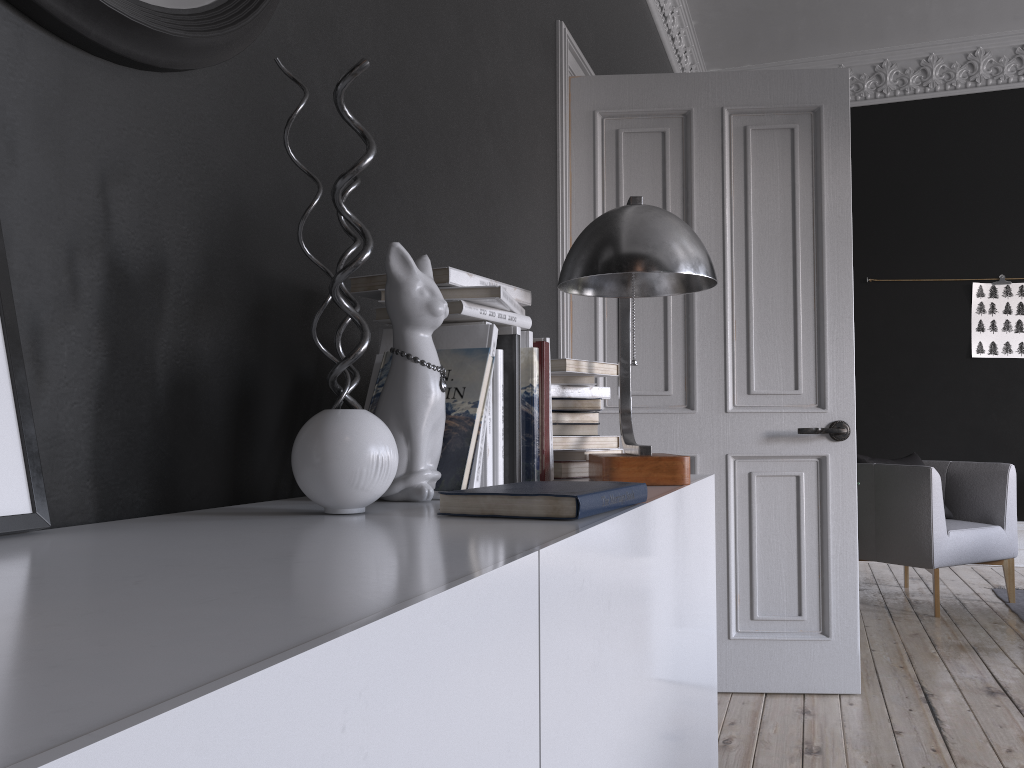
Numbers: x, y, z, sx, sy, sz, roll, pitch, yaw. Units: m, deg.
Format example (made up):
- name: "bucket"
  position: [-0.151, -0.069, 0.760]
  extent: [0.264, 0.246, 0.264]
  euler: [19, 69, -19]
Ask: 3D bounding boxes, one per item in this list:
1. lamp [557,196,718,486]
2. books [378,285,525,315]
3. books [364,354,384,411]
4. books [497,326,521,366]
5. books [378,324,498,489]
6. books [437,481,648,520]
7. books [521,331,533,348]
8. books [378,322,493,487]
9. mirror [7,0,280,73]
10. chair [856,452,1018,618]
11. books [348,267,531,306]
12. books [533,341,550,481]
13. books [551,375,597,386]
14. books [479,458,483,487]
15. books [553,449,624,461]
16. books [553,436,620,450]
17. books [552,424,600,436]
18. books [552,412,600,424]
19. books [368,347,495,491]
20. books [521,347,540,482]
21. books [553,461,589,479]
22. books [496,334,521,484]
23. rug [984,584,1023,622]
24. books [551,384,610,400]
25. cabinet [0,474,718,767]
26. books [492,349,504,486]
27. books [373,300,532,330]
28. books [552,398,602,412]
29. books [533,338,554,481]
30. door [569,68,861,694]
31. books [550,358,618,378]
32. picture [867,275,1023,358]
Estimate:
- name: "lamp"
  position: [0.258, -0.092, 1.842]
  extent: [0.328, 0.590, 0.341]
  euler: [0, -2, -1]
- name: "books"
  position: [-0.104, -0.149, 1.700]
  extent: [0.220, 0.024, 0.307]
  euler: [-1, -3, 9]
- name: "books"
  position: [-0.165, 0.065, 1.515]
  extent: [0.195, 0.244, 0.132]
  euler: [-1, -2, 19]
- name: "books"
  position: [-0.090, 0.046, 1.733]
  extent: [0.220, 0.307, 0.024]
  euler: [-1, -2, 19]
- name: "books"
  position: [-0.148, 0.041, 1.561]
  extent: [0.220, 0.296, 0.126]
  euler: [-1, -2, 19]
- name: "books"
  position: [0.051, 0.153, 1.201]
  extent: [0.193, 0.030, 0.290]
  euler: [-2, -3, 24]
- name: "books"
  position: [-0.065, 0.050, 1.808]
  extent: [0.220, 0.307, 0.024]
  euler: [-1, -2, 19]
- name: "books"
  position: [-0.144, 0.042, 1.658]
  extent: [0.221, 0.306, 0.030]
  euler: [-1, -2, 19]
- name: "mirror"
  position: [-0.529, -0.892, 1.137]
  extent: [0.061, 0.923, 0.925]
  euler: [-1, -3, 19]
- name: "chair"
  position: [2.374, 0.834, 5.209]
  extent: [0.819, 0.862, 0.770]
  euler: [1, -3, -31]
- name: "books"
  position: [-0.131, -0.177, 1.709]
  extent: [0.220, 0.030, 0.306]
  euler: [-2, -4, 29]
- name: "books"
  position: [-0.037, 0.061, 1.896]
  extent: [0.235, 0.295, 0.038]
  euler: [-1, -2, 19]
- name: "books"
  position: [0.032, -0.004, 2.152]
  extent: [0.307, 0.024, 0.220]
  euler: [0, -3, -6]
- name: "books"
  position: [-0.139, 0.063, 1.592]
  extent: [0.195, 0.256, 0.091]
  euler: [-1, -2, 19]
- name: "books"
  position: [0.080, 0.171, 2.155]
  extent: [0.319, 0.025, 0.229]
  euler: [-2, -4, 29]
- name: "books"
  position: [0.063, 0.141, 2.133]
  extent: [0.229, 0.031, 0.318]
  euler: [3, -4, -41]
- name: "books"
  position: [0.053, 0.111, 2.134]
  extent: [0.268, 0.029, 0.203]
  euler: [0, -3, -11]
- name: "books"
  position: [0.044, 0.081, 2.131]
  extent: [0.289, 0.030, 0.193]
  euler: [2, -4, -40]
- name: "books"
  position: [-0.149, 0.061, 1.466]
  extent: [0.203, 0.246, 0.159]
  euler: [-1, -3, 19]
- name: "books"
  position: [-0.044, 0.067, 1.745]
  extent: [0.204, 0.269, 0.029]
  euler: [-1, -2, 19]
- name: "books"
  position: [0.090, 0.202, 2.157]
  extent: [0.235, 0.038, 0.295]
  euler: [3, -4, -44]
- name: "books"
  position: [-0.076, 0.053, 1.699]
  extent: [0.193, 0.289, 0.030]
  euler: [-1, -2, 18]
- name: "rug"
  position: [3.366, 1.149, 3.567]
  extent: [2.106, 0.050, 3.647]
  euler: [-1, -3, 19]
- name: "books"
  position: [0.053, 0.022, 2.148]
  extent: [0.306, 0.030, 0.221]
  euler: [3, -4, -41]
- name: "cabinet"
  position: [-0.157, 0.605, 1.104]
  extent: [0.570, 0.881, 2.398]
  euler: [-1, -3, 19]
- name: "books"
  position: [-0.109, 0.067, 1.680]
  extent: [0.195, 0.258, 0.026]
  euler: [-1, -2, 19]
- name: "books"
  position: [-0.108, -0.125, 1.694]
  extent: [0.195, 0.026, 0.259]
  euler: [-2, -4, 29]
- name: "books"
  position: [0.057, 0.052, 2.140]
  extent: [0.289, 0.030, 0.193]
  euler: [0, -3, -7]
- name: "books"
  position: [-0.021, 0.057, 1.936]
  extent: [0.220, 0.308, 0.050]
  euler: [-1, -2, 19]
- name: "door"
  position: [0.754, -0.020, 3.424]
  extent: [1.098, 2.372, 0.216]
  euler: [-1, -2, 6]
- name: "books"
  position: [0.068, -0.032, 2.134]
  extent: [0.306, 0.030, 0.221]
  euler: [-3, -4, 39]
- name: "picture"
  position: [4.850, -0.484, 6.116]
  extent: [4.457, 0.770, 0.058]
  euler: [-1, -2, 19]
